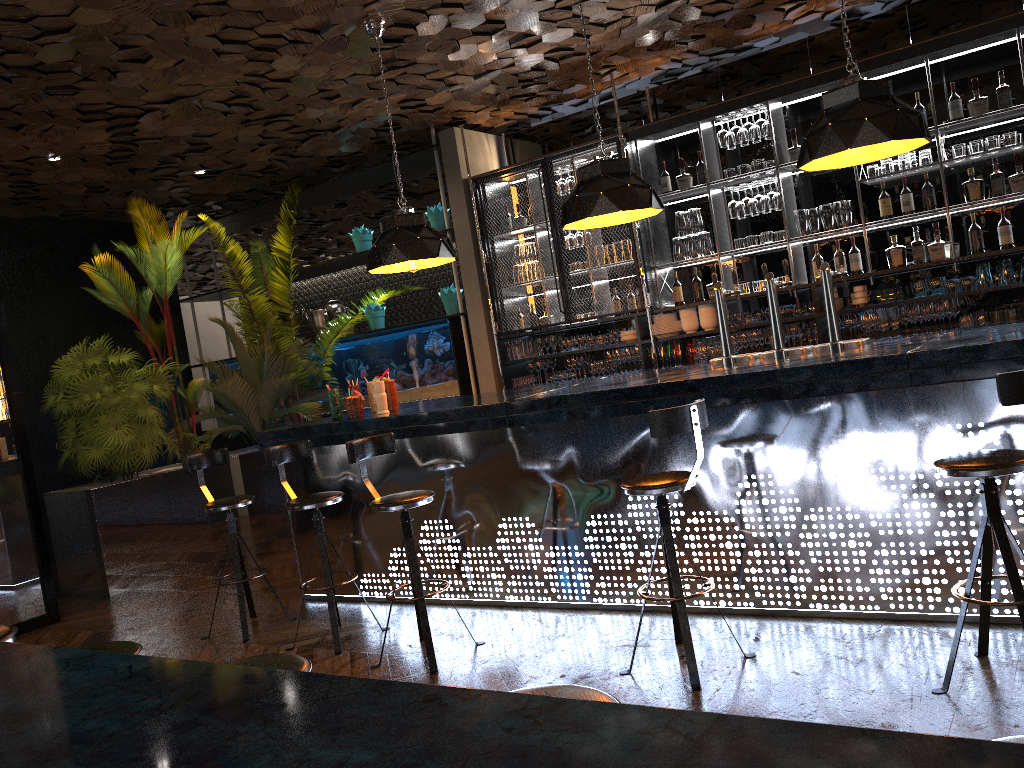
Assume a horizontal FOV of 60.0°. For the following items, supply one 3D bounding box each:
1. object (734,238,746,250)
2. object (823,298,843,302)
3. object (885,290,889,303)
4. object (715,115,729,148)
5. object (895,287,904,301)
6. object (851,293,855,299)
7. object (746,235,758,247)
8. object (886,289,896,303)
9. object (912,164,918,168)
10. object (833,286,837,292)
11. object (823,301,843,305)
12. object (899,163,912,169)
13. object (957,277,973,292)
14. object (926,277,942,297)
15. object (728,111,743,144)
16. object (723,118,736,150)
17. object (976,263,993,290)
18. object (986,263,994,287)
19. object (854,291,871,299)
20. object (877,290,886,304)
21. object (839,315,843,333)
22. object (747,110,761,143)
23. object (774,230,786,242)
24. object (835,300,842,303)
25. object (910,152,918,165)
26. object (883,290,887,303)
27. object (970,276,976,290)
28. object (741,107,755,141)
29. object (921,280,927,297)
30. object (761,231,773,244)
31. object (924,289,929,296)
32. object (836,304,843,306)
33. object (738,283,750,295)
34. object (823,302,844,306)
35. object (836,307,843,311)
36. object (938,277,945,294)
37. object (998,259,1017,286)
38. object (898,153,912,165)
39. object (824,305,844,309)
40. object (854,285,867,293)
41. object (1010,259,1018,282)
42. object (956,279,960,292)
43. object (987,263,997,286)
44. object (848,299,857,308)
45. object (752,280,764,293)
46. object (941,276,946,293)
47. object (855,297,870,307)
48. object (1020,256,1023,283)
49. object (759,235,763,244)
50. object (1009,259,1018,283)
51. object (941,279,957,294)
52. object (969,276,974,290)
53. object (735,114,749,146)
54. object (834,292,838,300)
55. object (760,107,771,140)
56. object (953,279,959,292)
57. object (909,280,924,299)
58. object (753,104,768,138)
[{"bbox_3d":[1.864,-1.138,7.241,0.089,0.092,0.089,-9,2,12],"label":"object"},{"bbox_3d":[2.449,-0.632,6.773,0.149,0.026,0.148,-7,3,41],"label":"object"},{"bbox_3d":[2.809,-0.657,6.619,0.058,0.099,0.067,-8,3,37],"label":"object"},{"bbox_3d":[1.688,-2.026,7.114,0.092,0.244,0.092,-9,2,-5],"label":"object"},{"bbox_3d":[2.863,-0.664,6.557,0.067,0.099,0.058,-11,3,-44],"label":"object"},{"bbox_3d":[2.628,-0.664,6.741,0.094,0.069,0.105,-9,2,11],"label":"object"},{"bbox_3d":[1.935,-1.146,7.141,0.089,0.092,0.089,-9,2,12],"label":"object"},{"bbox_3d":[2.774,-0.647,6.492,0.058,0.099,0.067,-10,2,-21],"label":"object"},{"bbox_3d":[2.962,-1.641,6.579,0.089,0.092,0.089,-10,3,-30],"label":"object"},{"bbox_3d":[2.431,-0.706,6.772,0.094,0.069,0.106,-7,3,40],"label":"object"},{"bbox_3d":[2.455,-0.611,6.772,0.149,0.026,0.148,-7,3,41],"label":"object"},{"bbox_3d":[2.866,-1.621,6.472,0.089,0.092,0.089,-8,2,23],"label":"object"},{"bbox_3d":[3.165,-0.697,6.189,0.098,0.097,0.098,-10,2,-22],"label":"object"},{"bbox_3d":[3.014,-0.693,6.326,0.108,0.126,0.108,-10,2,-22],"label":"object"},{"bbox_3d":[1.779,-2.038,7.053,0.092,0.244,0.092,-9,2,-5],"label":"object"},{"bbox_3d":[1.778,-2.045,7.251,0.092,0.244,0.092,-9,2,-5],"label":"object"},{"bbox_3d":[3.239,-0.744,6.106,0.101,0.172,0.115,-10,2,-26],"label":"object"},{"bbox_3d":[3.301,-0.758,6.209,0.115,0.172,0.101,-7,3,43],"label":"object"},{"bbox_3d":[2.620,-0.659,6.643,0.106,0.069,0.094,-10,2,-15],"label":"object"},{"bbox_3d":[2.702,-0.636,6.493,0.067,0.099,0.058,-10,2,-11],"label":"object"},{"bbox_3d":[2.526,-0.412,6.838,0.108,0.227,0.108,-9,2,13],"label":"object"},{"bbox_3d":[1.950,-2.069,7.135,0.092,0.244,0.092,-9,2,-5],"label":"object"},{"bbox_3d":[2.156,-1.181,7.135,0.089,0.092,0.089,-8,2,18],"label":"object"},{"bbox_3d":[2.452,-0.621,6.772,0.149,0.025,0.149,-9,2,-4],"label":"object"},{"bbox_3d":[2.958,-1.667,6.578,0.089,0.092,0.089,-10,3,-30],"label":"object"},{"bbox_3d":[2.738,-0.643,6.551,0.067,0.099,0.058,-9,2,3],"label":"object"},{"bbox_3d":[3.281,-0.723,6.362,0.098,0.097,0.098,-8,2,20],"label":"object"},{"bbox_3d":[1.861,-2.049,6.998,0.092,0.244,0.092,-9,2,-5],"label":"object"},{"bbox_3d":[2.989,-0.695,6.487,0.100,0.125,0.100,-9,2,-9],"label":"object"},{"bbox_3d":[2.019,-1.154,7.011,0.089,0.092,0.089,-8,2,18],"label":"object"},{"bbox_3d":[3.051,-0.709,6.587,0.100,0.125,0.100,-11,3,-43],"label":"object"},{"bbox_3d":[2.458,-0.590,6.774,0.149,0.023,0.149,-8,2,18],"label":"object"},{"bbox_3d":[1.888,-0.769,7.199,0.089,0.092,0.089,-9,2,6],"label":"object"},{"bbox_3d":[2.456,-0.601,6.773,0.149,0.024,0.149,-8,3,33],"label":"object"},{"bbox_3d":[2.461,-0.568,6.775,0.149,0.022,0.149,-9,2,3],"label":"object"},{"bbox_3d":[3.078,-0.707,6.421,0.108,0.126,0.108,-8,2,29],"label":"object"},{"bbox_3d":[3.352,-0.759,6.019,0.115,0.172,0.101,-8,2,19],"label":"object"},{"bbox_3d":[2.862,-1.647,6.471,0.089,0.092,0.089,-8,2,29],"label":"object"},{"bbox_3d":[2.460,-0.578,6.774,0.149,0.023,0.149,-9,2,3],"label":"object"},{"bbox_3d":[2.604,-0.701,6.634,0.094,0.068,0.106,-8,3,34],"label":"object"},{"bbox_3d":[3.481,-0.787,6.229,0.101,0.172,0.115,-7,3,38],"label":"object"},{"bbox_3d":[3.235,-0.720,6.488,0.098,0.097,0.098,-8,2,25],"label":"object"},{"bbox_3d":[3.373,-0.773,6.307,0.115,0.172,0.101,-8,2,19],"label":"object"},{"bbox_3d":[2.631,-0.619,6.749,0.106,0.067,0.094,-9,2,-4],"label":"object"},{"bbox_3d":[1.979,-0.781,7.122,0.089,0.092,0.089,-9,2,-3],"label":"object"},{"bbox_3d":[3.144,-0.722,6.524,0.108,0.126,0.108,-9,2,5],"label":"object"},{"bbox_3d":[2.627,-0.614,6.640,0.106,0.067,0.094,-8,2,22],"label":"object"},{"bbox_3d":[3.465,-0.774,5.952,0.115,0.172,0.101,-10,2,-26],"label":"object"},{"bbox_3d":[2.053,-1.167,7.195,0.089,0.092,0.089,-10,2,-24],"label":"object"},{"bbox_3d":[3.418,-0.773,6.128,0.115,0.172,0.101,-10,2,-26],"label":"object"},{"bbox_3d":[3.083,-0.686,6.252,0.098,0.097,0.098,-9,2,13],"label":"object"},{"bbox_3d":[3.221,-0.710,6.281,0.098,0.097,0.098,-10,3,-31],"label":"object"},{"bbox_3d":[1.869,-2.058,7.190,0.092,0.244,0.092,-9,2,-5],"label":"object"},{"bbox_3d":[2.446,-0.664,6.768,0.094,0.070,0.107,-10,2,-26],"label":"object"},{"bbox_3d":[2.036,-2.080,7.077,0.092,0.244,0.092,-9,2,-5],"label":"object"},{"bbox_3d":[3.140,-0.699,6.335,0.098,0.097,0.098,-10,2,-18],"label":"object"},{"bbox_3d":[2.921,-0.680,6.386,0.100,0.125,0.100,-10,2,-17],"label":"object"},{"bbox_3d":[1.946,-2.060,6.941,0.092,0.244,0.092,-9,2,-5],"label":"object"}]
